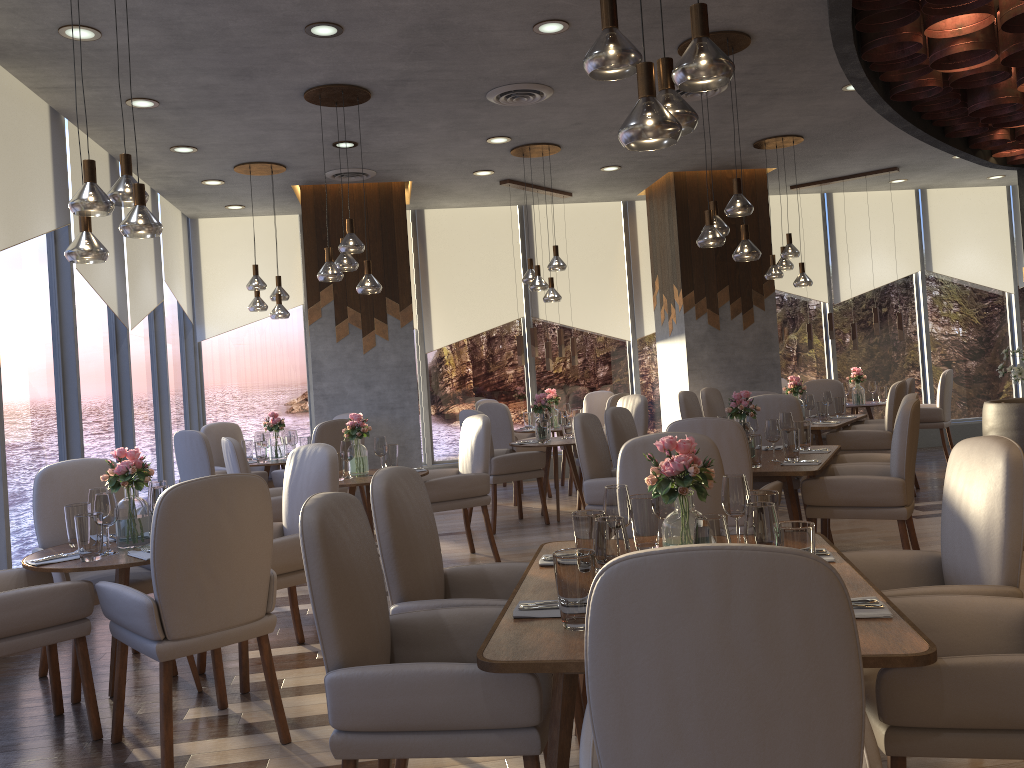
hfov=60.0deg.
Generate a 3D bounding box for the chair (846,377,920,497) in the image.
[{"bbox_3d":[3.264,0.457,7.823,0.599,1.001,0.528,-4,-1,28],"label":"chair"}]

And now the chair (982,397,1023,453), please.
[{"bbox_3d":[3.673,0.533,6.257,0.595,0.838,0.774,-4,0,12],"label":"chair"}]

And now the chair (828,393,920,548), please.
[{"bbox_3d":[2.147,0.568,5.321,0.599,1.001,0.528,-4,-1,21],"label":"chair"}]

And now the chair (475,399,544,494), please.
[{"bbox_3d":[-0.041,0.652,9.621,0.599,1.001,0.528,-4,-1,35],"label":"chair"}]

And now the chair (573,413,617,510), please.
[{"bbox_3d":[0.717,0.663,5.384,0.599,1.001,0.528,-4,-1,23],"label":"chair"}]

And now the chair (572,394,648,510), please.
[{"bbox_3d":[0.917,0.612,7.951,0.600,1.001,0.527,-4,-1,-31],"label":"chair"}]

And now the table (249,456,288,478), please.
[{"bbox_3d":[-1.993,0.979,7.644,0.834,0.662,0.833,-4,0,-21],"label":"table"}]

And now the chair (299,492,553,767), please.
[{"bbox_3d":[-0.195,0.769,2.285,0.599,1.001,0.528,-4,-1,6],"label":"chair"}]

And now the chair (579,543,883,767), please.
[{"bbox_3d":[0.398,0.739,1.638,0.528,1.001,0.600,-4,-1,11],"label":"chair"}]

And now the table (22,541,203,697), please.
[{"bbox_3d":[-1.558,1.007,3.712,0.834,0.662,0.833,-4,0,-9],"label":"table"}]

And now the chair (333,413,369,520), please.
[{"bbox_3d":[-1.645,0.782,8.047,0.527,1.001,0.600,-4,-1,36],"label":"chair"}]

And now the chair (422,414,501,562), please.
[{"bbox_3d":[-0.438,0.730,6.084,0.600,1.001,0.527,-4,-1,-27],"label":"chair"}]

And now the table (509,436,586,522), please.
[{"bbox_3d":[0.414,0.818,7.645,0.834,0.662,0.833,-4,0,-34],"label":"table"}]

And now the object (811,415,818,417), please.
[{"bbox_3d":[2.882,0.298,8.341,0.157,0.019,0.255,-3,1,32],"label":"object"}]

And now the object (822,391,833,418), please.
[{"bbox_3d":[2.900,0.187,8.145,0.092,0.244,0.092,-4,-1,-12],"label":"object"}]

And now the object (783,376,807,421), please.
[{"bbox_3d":[2.559,0.130,7.977,0.198,0.416,0.210,-3,-1,-31],"label":"object"}]

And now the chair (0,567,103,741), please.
[{"bbox_3d":[-1.947,0.872,3.311,0.527,1.001,0.600,-4,-1,44],"label":"chair"}]

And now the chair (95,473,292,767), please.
[{"bbox_3d":[-1.169,0.820,3.252,0.529,1.001,0.599,-3,-1,-42],"label":"chair"}]

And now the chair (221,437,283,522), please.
[{"bbox_3d":[-1.483,0.807,5.579,0.600,1.001,0.527,-4,-1,-27],"label":"chair"}]

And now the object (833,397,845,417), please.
[{"bbox_3d":[3.011,0.212,8.147,0.102,0.178,0.102,-4,-1,-28],"label":"object"}]

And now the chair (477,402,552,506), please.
[{"bbox_3d":[0.007,0.661,8.781,0.527,1.001,0.600,-4,-1,42],"label":"chair"}]

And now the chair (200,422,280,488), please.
[{"bbox_3d":[-2.447,0.837,7.938,0.599,1.001,0.528,-4,-1,40],"label":"chair"}]

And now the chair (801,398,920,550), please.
[{"bbox_3d":[1.917,0.591,4.801,0.599,1.001,0.528,-4,-1,28],"label":"chair"}]

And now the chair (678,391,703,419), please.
[{"bbox_3d":[1.863,0.547,8.058,0.599,1.001,0.528,-4,-1,30],"label":"chair"}]

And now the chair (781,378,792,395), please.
[{"bbox_3d":[3.375,0.414,10.226,0.599,1.001,0.528,-4,-1,34],"label":"chair"}]

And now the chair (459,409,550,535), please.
[{"bbox_3d":[-0.086,0.688,7.368,0.600,1.001,0.527,-3,-1,-32],"label":"chair"}]

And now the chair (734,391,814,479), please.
[{"bbox_3d":[2.131,0.541,7.231,0.527,1.001,0.600,-4,-1,35],"label":"chair"}]

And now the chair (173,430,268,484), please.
[{"bbox_3d":[-2.345,0.842,7.121,0.527,1.001,0.600,-4,-1,35],"label":"chair"}]

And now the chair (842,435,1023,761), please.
[{"bbox_3d":[1.192,0.671,2.642,0.599,1.001,0.528,-4,-1,4],"label":"chair"}]

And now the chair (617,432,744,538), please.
[{"bbox_3d":[0.628,0.700,3.293,0.528,1.001,0.599,-4,-1,6],"label":"chair"}]

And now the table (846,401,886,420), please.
[{"bbox_3d":[3.896,0.552,9.886,0.834,0.662,0.833,-4,0,-17],"label":"table"}]

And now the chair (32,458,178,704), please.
[{"bbox_3d":[-1.921,0.858,4.135,0.529,1.001,0.599,-3,-1,-41],"label":"chair"}]

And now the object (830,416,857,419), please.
[{"bbox_3d":[2.964,0.297,7.987,0.255,0.019,0.157,-3,1,36],"label":"object"}]

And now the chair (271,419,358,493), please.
[{"bbox_3d":[-1.567,0.789,7.184,0.599,1.001,0.528,-4,-1,39],"label":"chair"}]

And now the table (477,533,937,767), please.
[{"bbox_3d":[0.508,0.886,2.470,0.964,0.666,1.307,-4,0,9],"label":"table"}]

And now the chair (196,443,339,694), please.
[{"bbox_3d":[-1.112,0.804,4.117,0.600,1.001,0.527,-3,-1,-45],"label":"chair"}]

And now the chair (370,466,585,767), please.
[{"bbox_3d":[-0.105,0.755,2.844,0.599,1.001,0.528,-4,-1,11],"label":"chair"}]

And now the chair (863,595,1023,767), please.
[{"bbox_3d":[1.122,0.684,2.077,0.599,1.001,0.528,-4,-1,11],"label":"chair"}]

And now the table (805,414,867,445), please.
[{"bbox_3d":[2.581,0.667,7.944,0.963,0.666,1.308,-4,0,33],"label":"table"}]

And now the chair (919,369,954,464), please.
[{"bbox_3d":[4.412,0.356,9.471,0.599,1.001,0.528,-4,-1,35],"label":"chair"}]

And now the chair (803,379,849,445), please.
[{"bbox_3d":[3.005,0.462,8.636,0.527,1.001,0.600,-4,-1,30],"label":"chair"}]

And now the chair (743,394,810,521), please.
[{"bbox_3d":[1.787,0.581,6.111,0.528,1.001,0.600,-4,-1,23],"label":"chair"}]

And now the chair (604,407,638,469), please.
[{"bbox_3d":[0.965,0.639,5.892,0.599,1.001,0.528,-4,-1,28],"label":"chair"}]

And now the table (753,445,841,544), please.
[{"bbox_3d":[1.447,0.780,5.356,0.964,0.666,1.308,-4,0,25],"label":"table"}]

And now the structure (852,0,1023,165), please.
[{"bbox_3d":[2.847,-2.025,3.634,2.752,0.557,9.459,-4,1,22],"label":"structure"}]

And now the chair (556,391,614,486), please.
[{"bbox_3d":[0.856,0.590,9.753,0.527,1.001,0.600,-4,-1,39],"label":"chair"}]

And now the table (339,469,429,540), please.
[{"bbox_3d":[-0.943,0.935,5.829,0.833,0.662,0.834,-4,0,42],"label":"table"}]

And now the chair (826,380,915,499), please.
[{"bbox_3d":[2.971,0.484,7.335,0.599,1.001,0.528,-4,-1,35],"label":"chair"}]

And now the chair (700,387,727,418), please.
[{"bbox_3d":[2.172,0.520,8.531,0.599,1.001,0.528,-4,-1,35],"label":"chair"}]

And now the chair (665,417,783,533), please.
[{"bbox_3d":[1.096,0.649,4.592,0.528,1.001,0.600,-4,-1,28],"label":"chair"}]

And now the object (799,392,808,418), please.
[{"bbox_3d":[2.723,0.197,8.276,0.092,0.244,0.092,-4,-1,12],"label":"object"}]

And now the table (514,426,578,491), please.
[{"bbox_3d":[0.458,0.791,9.287,0.833,0.662,0.834,-4,0,12],"label":"table"}]

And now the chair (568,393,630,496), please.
[{"bbox_3d":[0.900,0.599,8.886,0.599,1.001,0.528,-4,-1,39],"label":"chair"}]
